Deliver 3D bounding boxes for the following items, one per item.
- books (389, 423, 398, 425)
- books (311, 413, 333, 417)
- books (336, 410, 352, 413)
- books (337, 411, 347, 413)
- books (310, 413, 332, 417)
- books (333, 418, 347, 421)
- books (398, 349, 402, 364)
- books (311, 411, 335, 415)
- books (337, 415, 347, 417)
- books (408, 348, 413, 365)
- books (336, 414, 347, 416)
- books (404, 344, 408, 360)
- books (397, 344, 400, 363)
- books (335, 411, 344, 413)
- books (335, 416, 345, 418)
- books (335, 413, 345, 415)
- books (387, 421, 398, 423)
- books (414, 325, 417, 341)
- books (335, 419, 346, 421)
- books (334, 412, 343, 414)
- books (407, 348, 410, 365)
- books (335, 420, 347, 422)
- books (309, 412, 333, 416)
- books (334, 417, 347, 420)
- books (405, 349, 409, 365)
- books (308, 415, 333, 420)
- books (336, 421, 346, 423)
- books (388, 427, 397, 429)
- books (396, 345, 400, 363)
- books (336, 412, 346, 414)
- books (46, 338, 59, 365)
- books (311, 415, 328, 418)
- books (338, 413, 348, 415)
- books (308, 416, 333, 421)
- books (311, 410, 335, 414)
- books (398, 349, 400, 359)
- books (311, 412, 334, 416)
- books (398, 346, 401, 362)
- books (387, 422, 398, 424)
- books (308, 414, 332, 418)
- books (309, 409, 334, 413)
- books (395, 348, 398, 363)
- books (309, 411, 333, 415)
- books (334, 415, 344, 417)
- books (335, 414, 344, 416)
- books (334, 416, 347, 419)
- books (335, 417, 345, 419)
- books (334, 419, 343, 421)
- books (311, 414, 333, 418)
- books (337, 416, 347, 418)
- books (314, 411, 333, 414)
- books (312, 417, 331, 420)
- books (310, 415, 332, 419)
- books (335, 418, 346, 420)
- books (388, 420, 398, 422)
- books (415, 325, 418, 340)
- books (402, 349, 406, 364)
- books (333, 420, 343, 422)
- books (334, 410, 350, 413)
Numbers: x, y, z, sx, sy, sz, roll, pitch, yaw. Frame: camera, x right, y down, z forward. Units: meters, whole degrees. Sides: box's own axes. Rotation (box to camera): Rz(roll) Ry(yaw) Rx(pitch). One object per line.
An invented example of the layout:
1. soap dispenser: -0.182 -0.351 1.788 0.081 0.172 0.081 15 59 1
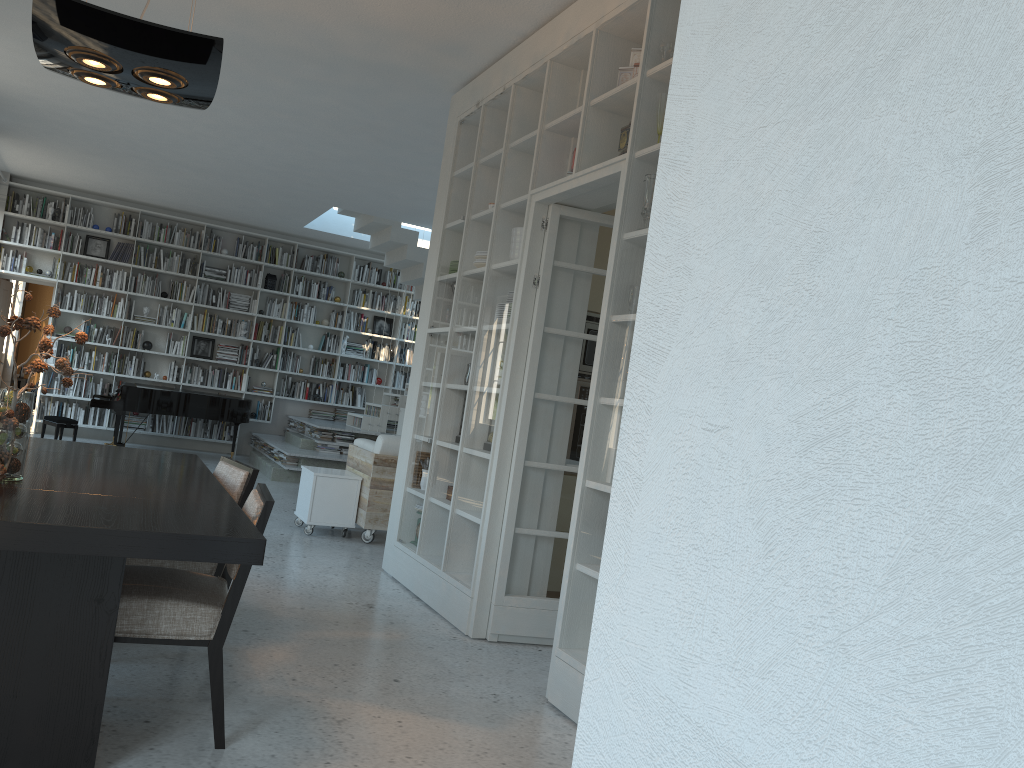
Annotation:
1. books: -1.829 0.603 13.562 0.354 0.009 0.198 9 -2 -27
2. books: -2.815 0.453 13.108 0.308 0.008 0.195 9 -2 -19
3. books: -2.502 0.411 13.247 0.254 0.006 0.160 9 -2 -29
4. books: -2.505 0.422 13.249 0.254 0.006 0.161 9 -2 -20
5. books: -2.824 0.459 13.118 0.308 0.008 0.195 9 -2 -24
6. books: -2.522 0.533 13.245 0.285 0.007 0.159 9 -2 -28
7. books: -1.713 -0.423 13.580 0.066 0.236 0.144 9 -1 -24
8. books: -2.814 0.423 13.115 0.346 0.007 0.193 9 -2 -22
9. books: -2.516 0.479 13.253 0.254 0.007 0.161 9 -2 -23
10. books: -1.570 -0.414 13.613 0.056 0.261 0.176 9 -1 -24
11. books: -2.515 0.465 13.256 0.285 0.007 0.159 9 -2 -24
12. books: -1.648 -0.456 13.598 0.012 0.322 0.141 9 -1 -24
13. books: -1.758 -0.459 13.548 0.010 0.293 0.164 9 -1 -24
14. books: -2.508 0.426 13.247 0.285 0.005 0.159 9 -2 -28
15. books: -2.516 0.499 13.247 0.285 0.007 0.159 9 -2 -28
16. books: -2.514 0.453 13.251 0.285 0.005 0.159 9 -2 -26
17. books: -1.823 0.577 13.558 0.315 0.009 0.199 9 -2 -19
18. books: -1.504 -0.775 13.633 0.013 0.260 0.158 9 -1 -24
19. books: -2.526 0.540 13.251 0.254 0.007 0.161 9 -2 -23
20. books: -2.513 0.442 13.253 0.285 0.005 0.159 9 -2 -23
21. books: -1.610 -0.422 13.608 0.022 0.265 0.157 9 -1 -24
22. books: -2.525 0.553 13.245 0.254 0.007 0.161 9 -2 -20
23. books: -2.816 0.445 13.112 0.346 0.007 0.193 9 -2 -27
24. books: -2.519 0.520 13.247 0.254 0.007 0.160 9 -2 -28
25. books: -1.628 -0.415 13.587 0.026 0.245 0.180 9 -1 -24
26. books: -2.825 0.497 13.104 0.346 0.007 0.193 9 -2 -19
27. books: -2.528 0.567 13.247 0.254 0.007 0.161 9 -2 -21
28. books: -1.837 0.665 13.555 0.320 0.009 0.202 9 -2 -19
29. books: -1.768 -0.454 13.527 0.025 0.277 0.160 9 -1 -24
30. books: -2.513 0.437 13.253 0.285 0.005 0.159 9 -2 -25
31. books: -6.009 -0.421 11.594 0.106 0.340 0.306 9 -1 -24
32. books: -2.826 0.482 13.112 0.308 0.008 0.195 9 -2 -22
33. books: -2.514 0.448 13.253 0.254 0.006 0.161 9 -2 -25
34. books: -2.828 0.511 13.107 0.346 0.007 0.193 9 -2 -20
35. books: -2.812 0.408 13.116 0.346 0.007 0.193 9 -2 -26
36. books: -1.753 -0.431 13.552 0.010 0.238 0.147 9 -1 -24
37. books: -2.816 0.438 13.115 0.346 0.007 0.193 9 -2 -22
38. books: -1.745 -0.450 13.565 0.010 0.279 0.147 9 -1 -24
39. books: -1.827 0.594 13.560 0.315 0.009 0.199 9 -2 -20
40. books: -2.824 0.474 13.113 0.346 0.007 0.193 9 -2 -26
41. books: -2.811 0.401 13.116 0.346 0.007 0.193 9 -2 -22
42. books: -1.793 -0.455 13.518 0.026 0.273 0.158 9 -1 -24
43. books: -2.811 0.431 13.107 0.346 0.007 0.193 9 -2 -29
44. books: -2.513 0.486 13.245 0.285 0.007 0.159 9 -2 -29
45. books: -2.515 0.472 13.254 0.285 0.007 0.159 9 -2 -23
46. books: -2.517 0.506 13.247 0.254 0.007 0.160 9 -2 -28
47. books: -2.519 0.512 13.251 0.285 0.007 0.159 9 -2 -22
48. books: -2.528 0.546 13.253 0.254 0.007 0.161 9 -2 -24
49. books: -2.820 0.467 13.106 0.308 0.008 0.195 9 -2 -29
50. books: -2.518 0.492 13.253 0.254 0.007 0.161 9 -2 -23
51. books: -2.813 0.416 13.116 0.308 0.008 0.195 9 -2 -22
52. books: -2.827 0.504 13.107 0.308 0.008 0.195 9 -2 -28
53. books: -2.825 0.489 13.108 0.308 0.008 0.195 9 -2 -20
54. books: -2.518 0.527 13.244 0.285 0.007 0.159 9 -2 -19
55. books: -1.823 0.560 13.563 0.354 0.009 0.198 9 -2 -27
56. books: -1.490 -0.778 13.649 0.025 0.271 0.152 9 -1 -24
57. books: -1.662 -0.419 13.573 0.022 0.243 0.170 9 -1 -24
58. books: -2.530 0.560 13.254 0.285 0.007 0.159 9 -2 -24
59. books: -2.505 0.416 13.250 0.285 0.005 0.159 9 -2 -27
